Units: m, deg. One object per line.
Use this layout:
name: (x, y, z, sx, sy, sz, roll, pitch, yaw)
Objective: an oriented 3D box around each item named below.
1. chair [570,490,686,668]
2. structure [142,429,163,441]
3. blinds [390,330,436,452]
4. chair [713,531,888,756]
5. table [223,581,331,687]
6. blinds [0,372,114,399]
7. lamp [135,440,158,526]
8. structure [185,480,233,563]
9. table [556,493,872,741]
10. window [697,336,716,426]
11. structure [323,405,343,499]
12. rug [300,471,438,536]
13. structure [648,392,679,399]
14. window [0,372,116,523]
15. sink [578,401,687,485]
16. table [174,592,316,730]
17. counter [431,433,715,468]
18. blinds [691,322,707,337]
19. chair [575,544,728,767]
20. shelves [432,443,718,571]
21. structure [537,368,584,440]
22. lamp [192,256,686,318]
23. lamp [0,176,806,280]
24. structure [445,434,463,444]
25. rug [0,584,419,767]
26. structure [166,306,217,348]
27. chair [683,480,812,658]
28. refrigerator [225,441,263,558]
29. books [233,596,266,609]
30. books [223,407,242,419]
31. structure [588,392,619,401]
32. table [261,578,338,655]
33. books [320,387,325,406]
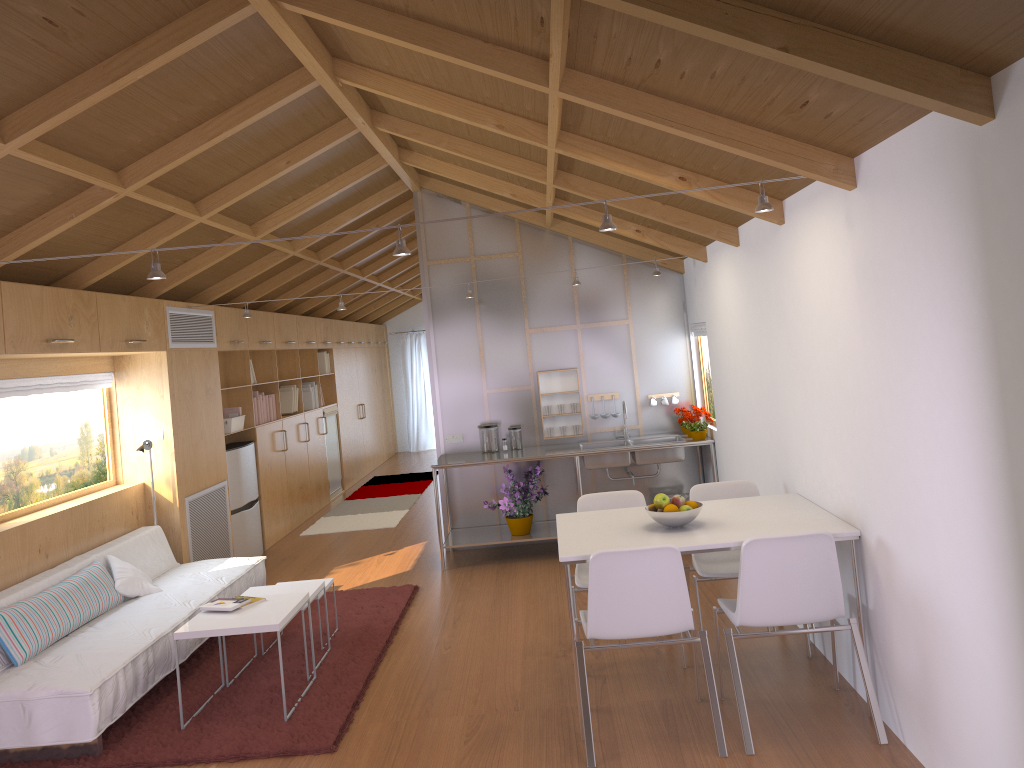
chair: (0.551, 0.974, 4.508, 0.531, 0.787, 0.546, -5, -1, 2)
structure: (-2.516, 0.360, 6.193, 0.142, 0.071, 0.011, -5, -2, 2)
blinds: (-0.573, 0.007, 14.957, 2.847, 2.042, 0.232, -5, -2, 1)
chair: (1.110, 0.960, 3.582, 0.531, 0.787, 0.546, -5, -1, 2)
table: (-1.250, 1.323, 4.726, 0.424, 0.384, 0.458, -5, 1, 2)
blinds: (-2.831, 0.003, 5.468, 0.047, 0.111, 1.497, -5, 2, 2)
lamp: (-2.431, 0.978, 6.036, 0.183, 1.200, 0.253, -5, -2, -22)
structure: (-2.275, 1.151, 6.679, 0.013, 0.723, 0.819, -5, 0, 2)
table: (0.841, 0.990, 3.980, 1.208, 0.744, 0.898, -5, 1, 2)
window: (1.523, -0.078, 6.763, 0.026, 0.797, 0.723, -5, 0, 2)
structure: (-2.286, 0.823, 10.694, 0.315, 1.081, 0.724, -5, -1, 2)
rug: (-1.506, 1.323, 10.280, 0.916, 0.011, 3.721, -5, 2, 2)
structure: (1.228, 0.095, 7.140, 0.250, 0.032, 0.041, -5, 1, 2)
window: (-2.849, 0.347, 5.457, 0.035, 0.791, 1.496, -5, 1, 2)
sink: (0.921, 0.453, 6.867, 0.810, 0.642, 0.563, -5, 0, 2)
table: (-1.269, 1.317, 4.266, 0.485, 0.439, 0.524, -5, 1, 2)
counter: (0.455, 0.505, 6.855, 2.108, 0.021, 0.649, -5, 2, 2)
blinds: (1.449, -0.418, 6.777, 0.047, 0.111, 0.724, -5, 2, 2)
chair: (0.519, 1.016, 3.601, 0.531, 0.787, 0.546, -5, -1, 2)
shelves: (0.492, 0.898, 6.841, 2.091, 0.755, 0.632, -5, 0, 2)
structure: (0.394, 0.160, 7.150, 0.328, 0.546, 0.076, -5, -2, 2)
lamp: (-0.527, -0.703, 6.625, 3.827, 0.153, 0.072, -5, -1, 2)
lamp: (-0.638, -0.558, 3.436, 3.827, 0.153, 0.072, -5, -1, 2)
structure: (-0.469, 0.447, 7.205, 0.142, 0.071, 0.011, -5, -2, 2)
rug: (-1.637, 1.558, 4.936, 1.884, 0.020, 2.480, -5, 2, 2)
structure: (-2.425, -0.423, 6.711, 0.013, 0.301, 0.902, -5, 2, 2)
chair: (1.143, 0.919, 4.489, 0.531, 0.787, 0.546, -5, -1, 2)
refrigerator: (-2.348, 1.021, 7.535, 0.261, 0.989, 0.712, -5, -1, 2)
books: (-1.359, 1.095, 4.430, 0.192, 0.016, 0.153, -4, 3, 31)
books: (-2.429, 0.301, 7.675, 0.150, 0.193, 0.088, -5, -1, 2)
structure: (0.741, 0.104, 7.169, 0.250, 0.051, 0.016, -5, -2, 2)
table: (-1.233, 1.342, 5.125, 0.341, 0.309, 0.369, -5, 1, 2)
books: (-2.345, 0.127, 10.498, 0.175, 0.297, 0.279, -5, 0, 2)
